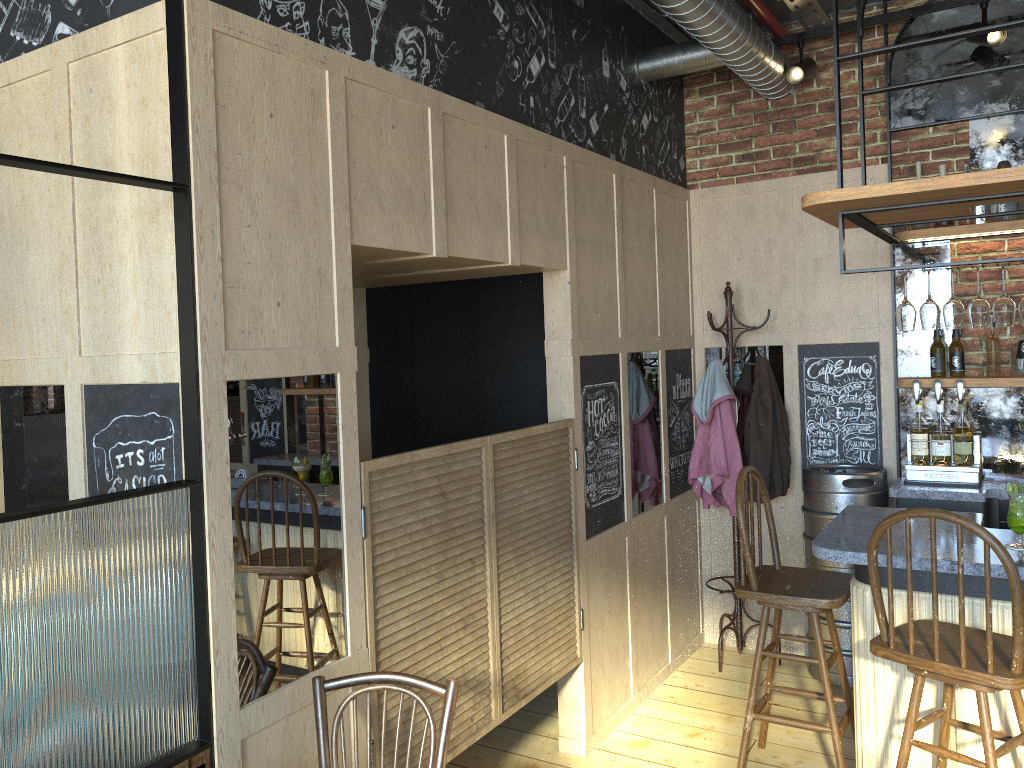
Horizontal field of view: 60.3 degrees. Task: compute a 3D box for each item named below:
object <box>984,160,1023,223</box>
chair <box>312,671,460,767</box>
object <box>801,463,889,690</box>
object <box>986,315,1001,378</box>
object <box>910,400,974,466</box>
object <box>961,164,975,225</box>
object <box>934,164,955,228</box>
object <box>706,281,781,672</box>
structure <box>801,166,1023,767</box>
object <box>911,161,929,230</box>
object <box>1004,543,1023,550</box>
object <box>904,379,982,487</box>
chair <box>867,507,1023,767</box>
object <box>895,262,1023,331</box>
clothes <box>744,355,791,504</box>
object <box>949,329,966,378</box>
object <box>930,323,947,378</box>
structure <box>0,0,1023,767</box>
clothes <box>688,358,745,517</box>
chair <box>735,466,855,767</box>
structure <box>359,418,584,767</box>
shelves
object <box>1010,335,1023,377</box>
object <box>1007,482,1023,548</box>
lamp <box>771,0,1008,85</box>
[{"bbox_3d":[2.248,-0.878,4.021,0.117,0.283,0.176,-3,2,-45],"label":"object"},{"bbox_3d":[-0.309,1.171,1.915,0.410,0.914,0.515,-2,1,6],"label":"chair"},{"bbox_3d":[1.645,0.928,4.323,0.387,1.035,0.411,-3,1,-23],"label":"object"},{"bbox_3d":[2.206,-0.173,4.041,0.054,0.288,0.057,-3,1,-20],"label":"object"},{"bbox_3d":[2.015,0.225,4.136,0.270,0.302,0.082,-1,1,33],"label":"object"},{"bbox_3d":[2.121,-0.879,4.105,0.054,0.288,0.057,-3,1,-20],"label":"object"},{"bbox_3d":[2.044,-0.886,4.176,0.090,0.302,0.082,-1,1,42],"label":"object"},{"bbox_3d":[1.136,0.461,4.594,0.344,1.988,0.361,-3,1,-36],"label":"object"},{"bbox_3d":[2.438,0.385,3.051,2.440,2.172,1.667,-1,2,32],"label":"structure"},{"bbox_3d":[1.949,-0.898,4.217,0.072,0.329,0.078,-3,1,-35],"label":"object"},{"bbox_3d":[1.935,0.481,2.648,0.800,0.106,0.192,-1,3,33],"label":"object"},{"bbox_3d":[2.008,0.220,4.124,0.324,0.491,0.196,-1,1,32],"label":"object"},{"bbox_3d":[1.348,0.940,2.614,0.394,1.195,0.455,-3,1,-39],"label":"chair"},{"bbox_3d":[1.562,-0.290,2.950,0.519,0.208,0.063,-1,2,33],"label":"object"},{"bbox_3d":[1.318,0.236,4.547,0.220,0.770,0.228,-2,1,29],"label":"clothes"},{"bbox_3d":[2.084,-0.160,4.129,0.068,0.263,0.064,-2,1,19],"label":"object"},{"bbox_3d":[2.017,-0.160,4.172,0.063,0.263,0.069,-3,1,-36],"label":"object"},{"bbox_3d":[1.303,-0.073,1.480,6.000,3.324,5.884,-2,2,15],"label":"structure"},{"bbox_3d":[1.035,0.266,4.487,0.231,0.791,0.281,-3,1,-32],"label":"clothes"},{"bbox_3d":[1.092,0.917,3.372,0.430,1.195,0.417,-2,1,31],"label":"chair"},{"bbox_3d":[2.126,0.603,2.682,5.071,0.994,1.252,-2,2,9],"label":"structure"},{"bbox_3d":[2.886,-0.382,3.855,2.211,0.745,0.579,-1,2,33],"label":"shelves"},{"bbox_3d":[2.333,-0.173,3.957,0.117,0.283,0.176,-3,2,-45],"label":"object"},{"bbox_3d":[1.660,0.426,2.884,0.070,0.211,0.067,-2,1,15],"label":"object"},{"bbox_3d":[1.311,-1.440,0.965,7.540,0.274,6.002,-1,3,32],"label":"lamp"}]
